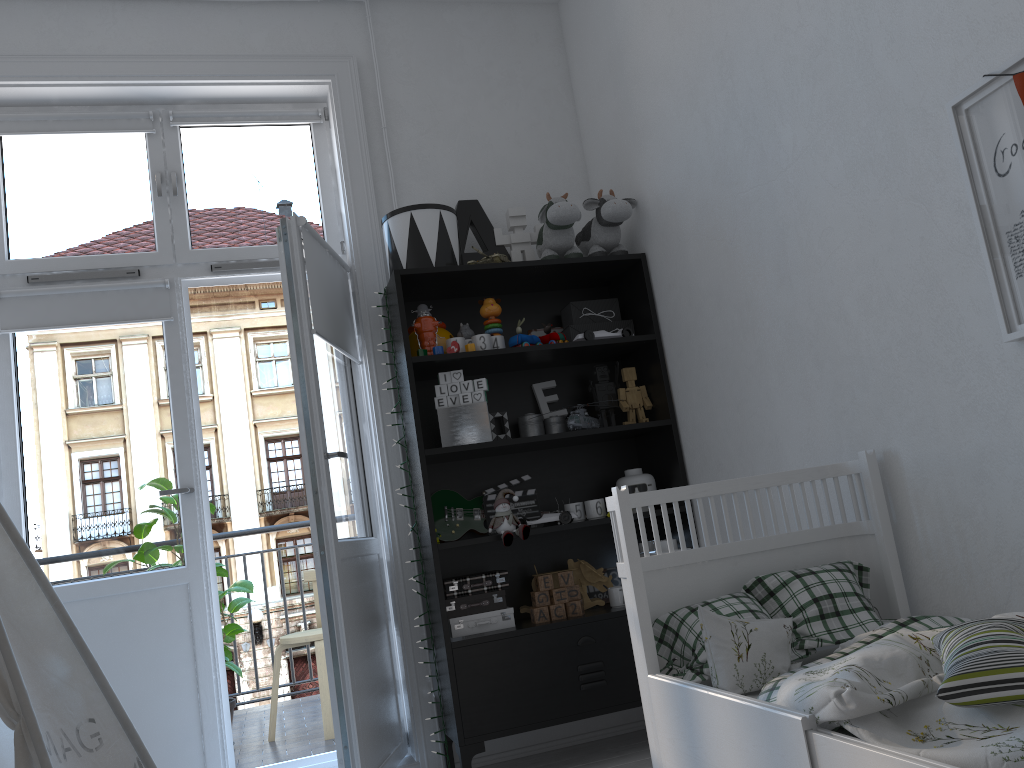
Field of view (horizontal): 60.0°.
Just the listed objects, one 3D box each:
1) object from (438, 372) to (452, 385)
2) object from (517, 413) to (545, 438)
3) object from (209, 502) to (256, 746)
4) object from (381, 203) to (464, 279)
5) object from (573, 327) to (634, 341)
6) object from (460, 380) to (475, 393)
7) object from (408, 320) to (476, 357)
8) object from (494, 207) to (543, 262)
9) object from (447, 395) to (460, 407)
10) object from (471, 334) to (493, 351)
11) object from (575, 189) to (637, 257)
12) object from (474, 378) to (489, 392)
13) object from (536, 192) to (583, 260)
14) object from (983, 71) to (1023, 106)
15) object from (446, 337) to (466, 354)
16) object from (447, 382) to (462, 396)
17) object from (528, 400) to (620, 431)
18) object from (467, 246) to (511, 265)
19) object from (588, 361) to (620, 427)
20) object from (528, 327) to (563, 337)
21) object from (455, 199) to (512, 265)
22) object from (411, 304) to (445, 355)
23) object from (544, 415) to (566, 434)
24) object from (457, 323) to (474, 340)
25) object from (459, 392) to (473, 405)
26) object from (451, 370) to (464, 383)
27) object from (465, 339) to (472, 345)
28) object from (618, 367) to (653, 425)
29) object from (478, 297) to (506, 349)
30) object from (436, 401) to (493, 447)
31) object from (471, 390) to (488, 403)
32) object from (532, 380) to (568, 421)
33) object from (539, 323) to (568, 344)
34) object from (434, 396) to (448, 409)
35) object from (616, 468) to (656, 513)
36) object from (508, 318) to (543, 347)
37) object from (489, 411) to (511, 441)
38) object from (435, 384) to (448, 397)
[{"bbox_3d":[-0.226,-0.016,2.987,0.040,0.040,0.040,-7,-9,-11],"label":"object"},{"bbox_3d":[0.071,0.163,3.220,0.095,0.110,0.095,-7,-9,-12],"label":"object"},{"bbox_3d":[-1.484,1.034,4.011,0.720,1.223,0.490,-8,-9,-6],"label":"object"},{"bbox_3d":[-0.301,-0.476,3.212,0.272,0.259,0.395,-11,-9,12],"label":"object"},{"bbox_3d":[0.324,-0.169,3.153,0.230,0.048,0.099,-4,-10,-26],"label":"object"},{"bbox_3d":[-0.147,0.012,2.982,0.040,0.040,0.040,-11,-9,13],"label":"object"},{"bbox_3d":[-0.269,-0.162,3.091,0.197,0.197,0.318,-6,-10,-20],"label":"object"},{"bbox_3d":[0.033,-0.519,3.358,0.190,0.290,0.065,-7,-9,-11],"label":"object"},{"bbox_3d":[-0.198,0.061,2.982,0.040,0.040,0.040,-7,-9,-11],"label":"object"},{"bbox_3d":[-0.102,-0.131,3.038,0.067,0.067,0.067,-6,-10,-15],"label":"object"},{"bbox_3d":[0.304,-0.554,3.268,0.211,0.253,0.387,-3,-11,-32],"label":"object"},{"bbox_3d":[-0.103,0.005,2.983,0.040,0.040,0.040,-10,-9,8],"label":"object"},{"bbox_3d":[0.160,-0.539,3.222,0.154,0.252,0.370,-8,-9,-8],"label":"object"},{"bbox_3d":[1.012,-0.614,1.272,0.058,0.414,0.906,-6,-10,-17],"label":"object"},{"bbox_3d":[-0.189,-0.120,3.028,0.067,0.067,0.067,-6,-10,-15],"label":"object"},{"bbox_3d":[-0.192,0.019,2.981,0.040,0.040,0.040,-9,-9,3],"label":"object"},{"bbox_3d":[0.246,0.127,3.152,0.367,0.105,0.350,-6,-10,-15],"label":"object"},{"bbox_3d":[-0.077,-0.440,3.151,0.121,0.100,0.338,-12,-10,18],"label":"object"},{"bbox_3d":[0.349,0.048,3.250,0.117,0.259,0.081,-6,-9,-16],"label":"object"},{"bbox_3d":[0.239,-0.161,3.388,0.347,0.131,0.037,-6,-9,-16],"label":"object"},{"bbox_3d":[-0.144,-0.522,3.343,0.343,0.344,0.057,-6,-9,-16],"label":"object"},{"bbox_3d":[-0.283,-0.177,3.015,0.105,0.203,0.072,-7,-9,-9],"label":"object"},{"bbox_3d":[0.188,0.144,3.167,0.078,0.091,0.247,-5,-10,-22],"label":"object"},{"bbox_3d":[-0.161,-0.143,3.196,0.063,0.160,0.063,-2,-11,-37],"label":"object"},{"bbox_3d":[-0.155,0.053,2.976,0.040,0.040,0.040,-9,-9,-1],"label":"object"},{"bbox_3d":[-0.185,-0.023,2.988,0.040,0.040,0.040,-8,-9,-6],"label":"object"},{"bbox_3d":[-0.149,-0.116,3.085,0.067,0.067,0.067,-1,-12,-42],"label":"object"},{"bbox_3d":[0.441,0.047,3.209,0.114,0.220,0.052,-6,-9,-17],"label":"object"},{"bbox_3d":[-0.066,-0.201,3.103,0.077,0.212,0.077,-12,-9,17],"label":"object"},{"bbox_3d":[-0.157,0.147,2.997,0.170,0.138,0.124,-9,-9,-1],"label":"object"},{"bbox_3d":[-0.109,0.046,2.977,0.040,0.040,0.040,-11,-9,13],"label":"object"},{"bbox_3d":[0.140,0.060,3.305,0.107,0.151,0.055,-6,-9,-16],"label":"object"},{"bbox_3d":[0.139,-0.172,3.197,0.087,0.112,0.122,0,-13,-45],"label":"object"},{"bbox_3d":[-0.237,0.065,2.973,0.040,0.040,0.040,-9,-9,-1],"label":"object"},{"bbox_3d":[0.445,0.384,3.163,0.139,0.162,0.139,-1,-12,-41],"label":"object"},{"bbox_3d":[0.045,-0.169,3.127,0.121,0.126,0.087,-1,-12,-39],"label":"object"},{"bbox_3d":[-0.043,0.169,3.224,0.070,0.134,0.028,-6,-9,-17],"label":"object"},{"bbox_3d":[-0.237,0.025,2.980,0.040,0.040,0.040,-8,-9,-6],"label":"object"}]
